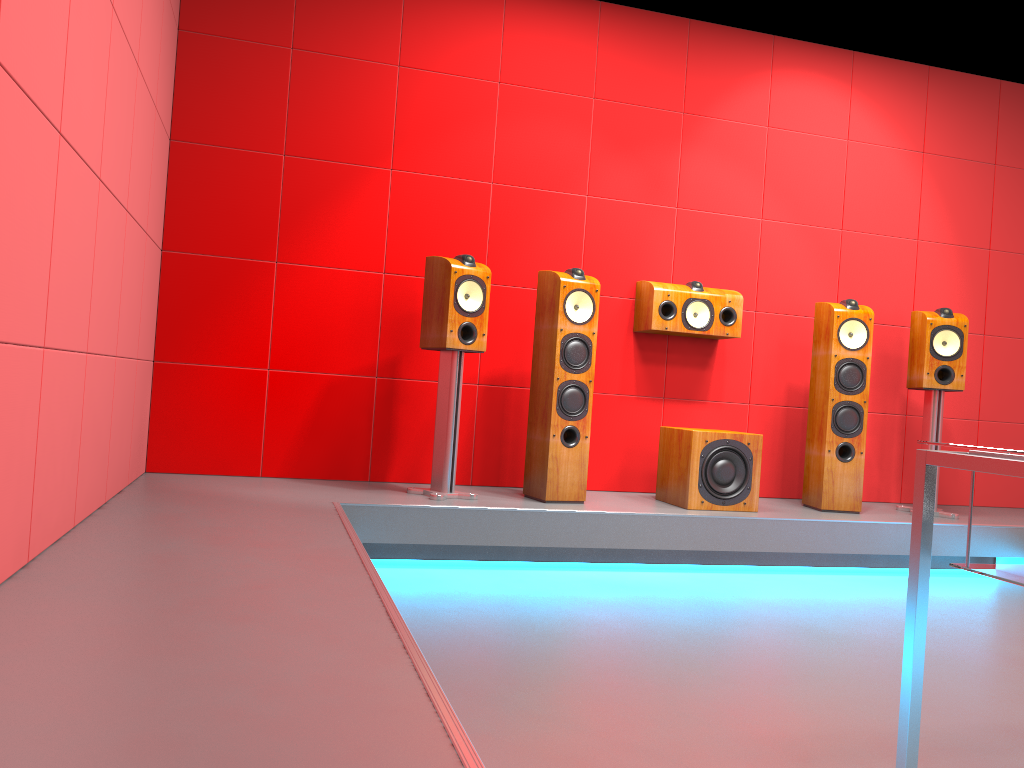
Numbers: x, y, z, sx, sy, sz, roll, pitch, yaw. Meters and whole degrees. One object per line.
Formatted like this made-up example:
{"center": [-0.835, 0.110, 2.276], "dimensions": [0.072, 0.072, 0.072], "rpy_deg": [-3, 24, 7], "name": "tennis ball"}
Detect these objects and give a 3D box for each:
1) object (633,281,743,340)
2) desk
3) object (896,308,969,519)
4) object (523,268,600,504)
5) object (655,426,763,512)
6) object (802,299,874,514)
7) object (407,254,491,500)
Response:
{"center": [0.904, -0.387, 4.542], "dimensions": [0.493, 0.271, 0.235], "rpy_deg": [4, -1, -15], "name": "object"}
{"center": [1.472, 0.497, 1.469], "dimensions": [1.617, 0.690, 0.594], "rpy_deg": [4, -1, -15], "name": "desk"}
{"center": [2.165, 0.141, 4.558], "dimensions": [0.231, 1.058, 0.265], "rpy_deg": [4, -1, 5], "name": "object"}
{"center": [0.227, 0.002, 4.027], "dimensions": [0.203, 1.052, 0.238], "rpy_deg": [4, -1, -25], "name": "object"}
{"center": [0.934, 0.401, 4.221], "dimensions": [0.360, 0.360, 0.360], "rpy_deg": [4, -1, -15], "name": "object"}
{"center": [1.631, 0.105, 4.435], "dimensions": [0.203, 1.052, 0.238], "rpy_deg": [4, -1, -5], "name": "object"}
{"center": [-0.270, -0.037, 3.891], "dimensions": [0.231, 1.058, 0.265], "rpy_deg": [4, -1, -35], "name": "object"}
